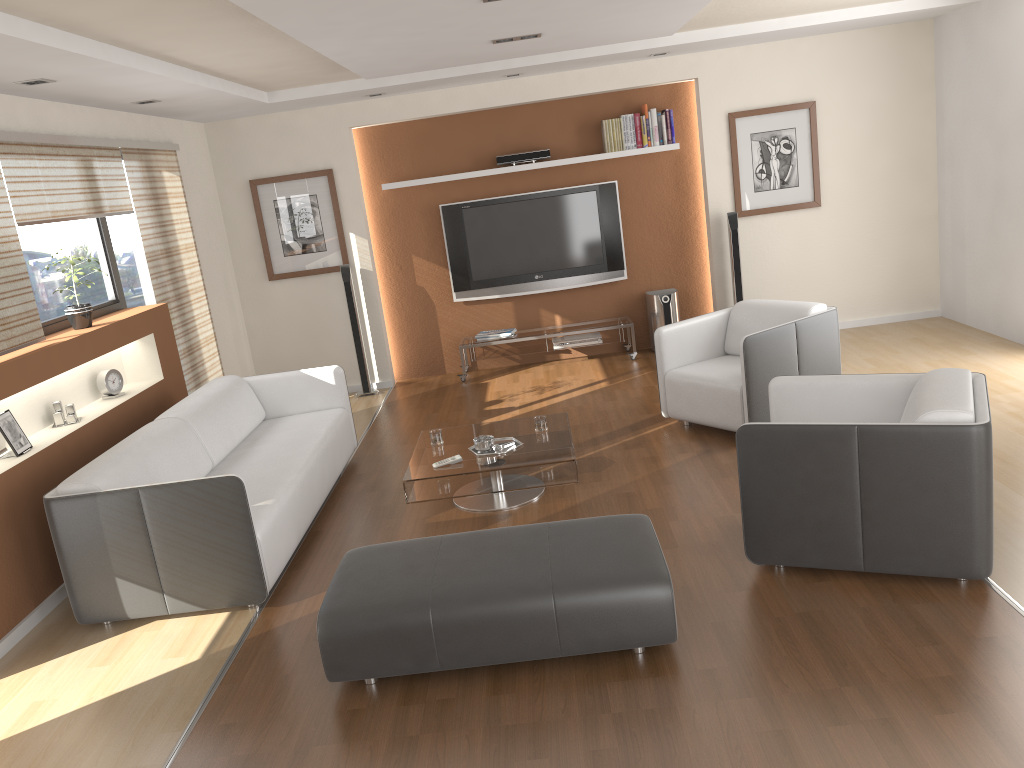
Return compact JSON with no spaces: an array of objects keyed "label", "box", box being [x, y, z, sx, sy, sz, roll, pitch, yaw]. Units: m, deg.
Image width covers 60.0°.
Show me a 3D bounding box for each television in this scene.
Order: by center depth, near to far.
[{"label":"television","box":[0.201,-1.273,8.019,1.594,0.900,0.097,-7,13,2]}]

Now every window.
[{"label":"window","box":[-2.834,-0.707,4.640,0.010,0.986,2.817,-7,13,2]},{"label":"window","box":[-2.735,-0.609,6.668,0.010,2.162,0.889,-7,13,2]}]

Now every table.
[{"label":"table","box":[-0.094,0.480,5.016,0.900,0.300,0.900,-7,13,2]}]

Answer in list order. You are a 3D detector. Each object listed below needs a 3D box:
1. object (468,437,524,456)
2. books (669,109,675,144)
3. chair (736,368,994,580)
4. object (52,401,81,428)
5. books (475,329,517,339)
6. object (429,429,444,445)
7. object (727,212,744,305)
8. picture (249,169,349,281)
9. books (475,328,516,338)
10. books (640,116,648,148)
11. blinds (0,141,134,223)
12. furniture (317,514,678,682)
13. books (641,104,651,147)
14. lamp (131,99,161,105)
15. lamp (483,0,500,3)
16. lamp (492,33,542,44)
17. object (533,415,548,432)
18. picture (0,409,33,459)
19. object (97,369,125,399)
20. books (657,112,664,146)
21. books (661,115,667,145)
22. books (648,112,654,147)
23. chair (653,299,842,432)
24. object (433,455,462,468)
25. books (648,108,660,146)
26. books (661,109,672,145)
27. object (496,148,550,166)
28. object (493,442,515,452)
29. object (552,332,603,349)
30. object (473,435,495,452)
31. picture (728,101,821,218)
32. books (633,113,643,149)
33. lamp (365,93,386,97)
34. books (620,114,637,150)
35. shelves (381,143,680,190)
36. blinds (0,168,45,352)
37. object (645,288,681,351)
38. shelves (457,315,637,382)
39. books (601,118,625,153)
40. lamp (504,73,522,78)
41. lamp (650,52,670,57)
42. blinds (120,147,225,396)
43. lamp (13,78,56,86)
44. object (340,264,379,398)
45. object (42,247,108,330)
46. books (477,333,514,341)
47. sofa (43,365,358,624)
[{"label":"object","box":[-0.090,0.345,4.904,0.315,0.011,0.273,-6,14,9]},{"label":"books","box":[1.385,-2.238,7.727,0.029,0.286,0.169,-7,13,2]},{"label":"chair","box":[1.502,0.328,3.751,0.919,0.661,0.767,-1,15,27]},{"label":"object","box":[-2.510,0.155,4.970,0.141,0.131,0.141,-13,14,-19]},{"label":"books","box":[-0.146,-0.452,8.014,0.326,0.017,0.228,-3,14,19]},{"label":"object","box":[-0.437,0.306,5.123,0.079,0.077,0.079,-10,14,-9]},{"label":"object","box":[1.958,-0.902,7.714,0.228,1.165,0.215,-6,13,7]},{"label":"picture","box":[-1.861,-1.391,7.792,0.734,0.884,0.025,-7,13,2]},{"label":"books","box":[-0.148,-0.465,8.011,0.326,0.017,0.228,-5,14,14]},{"label":"books","box":[1.143,-2.195,7.731,0.041,0.266,0.186,-7,13,2]},{"label":"blinds","box":[-2.597,-1.208,5.256,0.001,0.441,1.432,-7,13,2]},{"label":"furniture","box":[-0.054,0.795,3.459,1.291,0.301,0.685,-7,13,2]},{"label":"books","box":[1.171,-2.246,7.727,0.028,0.358,0.169,-7,13,2]},{"label":"lamp","box":[-2.377,-1.867,5.740,0.146,0.087,0.146,-7,13,2]},{"label":"lamp","box":[0.008,-1.756,3.900,0.291,0.087,0.146,-7,13,2]},{"label":"lamp","box":[0.023,-2.073,5.213,0.291,0.087,0.146,-7,13,2]},{"label":"object","box":[0.166,0.227,5.104,0.079,0.077,0.079,-10,14,-9]},{"label":"picture","box":[-2.498,0.246,4.400,0.133,0.216,0.159,-9,13,-3]},{"label":"object","box":[-2.504,-0.004,5.531,0.096,0.176,0.160,-4,14,17]},{"label":"books","box":[1.281,-2.223,7.738,0.041,0.278,0.157,-7,13,2]},{"label":"books","box":[1.318,-2.211,7.734,0.028,0.248,0.169,-7,13,2]},{"label":"books","box":[1.200,-2.219,7.735,0.022,0.293,0.167,-7,13,2]},{"label":"chair","box":[1.531,-0.125,5.714,0.919,0.706,0.767,-16,16,-32]},{"label":"object","box":[-0.346,0.413,4.729,0.158,0.029,0.064,-12,14,-16]},{"label":"books","box":[1.234,-2.231,7.725,0.050,0.313,0.179,-7,13,2]},{"label":"books","box":[1.349,-2.237,7.727,0.041,0.293,0.169,-7,13,2]},{"label":"object","box":[0.100,-1.985,7.796,0.470,0.109,0.182,-7,13,2]},{"label":"object","box":[-0.039,0.334,4.858,0.051,0.035,0.147,5,18,42]},{"label":"object","box":[0.587,-0.393,8.005,0.435,0.052,0.274,-7,13,2]},{"label":"object","box":[-0.153,0.323,4.875,0.118,0.079,0.117,-6,14,9]},{"label":"picture","box":[2.261,-1.922,7.617,0.734,0.884,0.025,-7,13,2]},{"label":"books","box":[1.094,-2.205,7.738,0.053,0.293,0.169,-7,13,2]},{"label":"lamp","box":[-1.121,-2.402,7.243,0.146,0.087,0.146,-7,13,2]},{"label":"books","box":[1.014,-2.196,7.745,0.104,0.295,0.146,-7,13,2]},{"label":"shelves","box":[0.154,-1.915,7.816,2.612,0.050,0.200,-7,13,2]},{"label":"blinds","box":[-2.572,-0.578,3.922,0.001,1.044,1.432,-7,13,2]},{"label":"object","box":[1.387,-0.573,8.024,0.286,0.518,0.323,-7,13,2]},{"label":"shelves","box":[0.295,-0.324,8.051,1.617,0.340,0.444,-7,13,2]},{"label":"books","box":[0.880,-2.168,7.750,0.167,0.275,0.195,-7,13,2]},{"label":"lamp","box":[0.004,-2.547,7.195,0.146,0.087,0.146,-7,13,2]},{"label":"lamp","box":[1.187,-2.699,7.145,0.146,0.087,0.146,-7,13,2]},{"label":"blinds","box":[-2.466,-0.649,6.653,0.001,2.200,0.980,-7,13,2]},{"label":"lamp","box":[-2.392,-1.549,4.428,0.146,0.087,0.146,-7,13,2]},{"label":"object","box":[-1.377,-0.473,7.856,0.228,1.165,0.215,-8,13,-2]},{"label":"object","box":[-2.540,-0.567,5.221,0.342,0.477,0.268,-10,14,-8]},{"label":"books","box":[-0.144,-0.440,8.017,0.326,0.017,0.228,-7,13,5]},{"label":"sofa","box":[-1.564,0.459,4.979,0.919,0.661,2.238,-7,13,2]}]
